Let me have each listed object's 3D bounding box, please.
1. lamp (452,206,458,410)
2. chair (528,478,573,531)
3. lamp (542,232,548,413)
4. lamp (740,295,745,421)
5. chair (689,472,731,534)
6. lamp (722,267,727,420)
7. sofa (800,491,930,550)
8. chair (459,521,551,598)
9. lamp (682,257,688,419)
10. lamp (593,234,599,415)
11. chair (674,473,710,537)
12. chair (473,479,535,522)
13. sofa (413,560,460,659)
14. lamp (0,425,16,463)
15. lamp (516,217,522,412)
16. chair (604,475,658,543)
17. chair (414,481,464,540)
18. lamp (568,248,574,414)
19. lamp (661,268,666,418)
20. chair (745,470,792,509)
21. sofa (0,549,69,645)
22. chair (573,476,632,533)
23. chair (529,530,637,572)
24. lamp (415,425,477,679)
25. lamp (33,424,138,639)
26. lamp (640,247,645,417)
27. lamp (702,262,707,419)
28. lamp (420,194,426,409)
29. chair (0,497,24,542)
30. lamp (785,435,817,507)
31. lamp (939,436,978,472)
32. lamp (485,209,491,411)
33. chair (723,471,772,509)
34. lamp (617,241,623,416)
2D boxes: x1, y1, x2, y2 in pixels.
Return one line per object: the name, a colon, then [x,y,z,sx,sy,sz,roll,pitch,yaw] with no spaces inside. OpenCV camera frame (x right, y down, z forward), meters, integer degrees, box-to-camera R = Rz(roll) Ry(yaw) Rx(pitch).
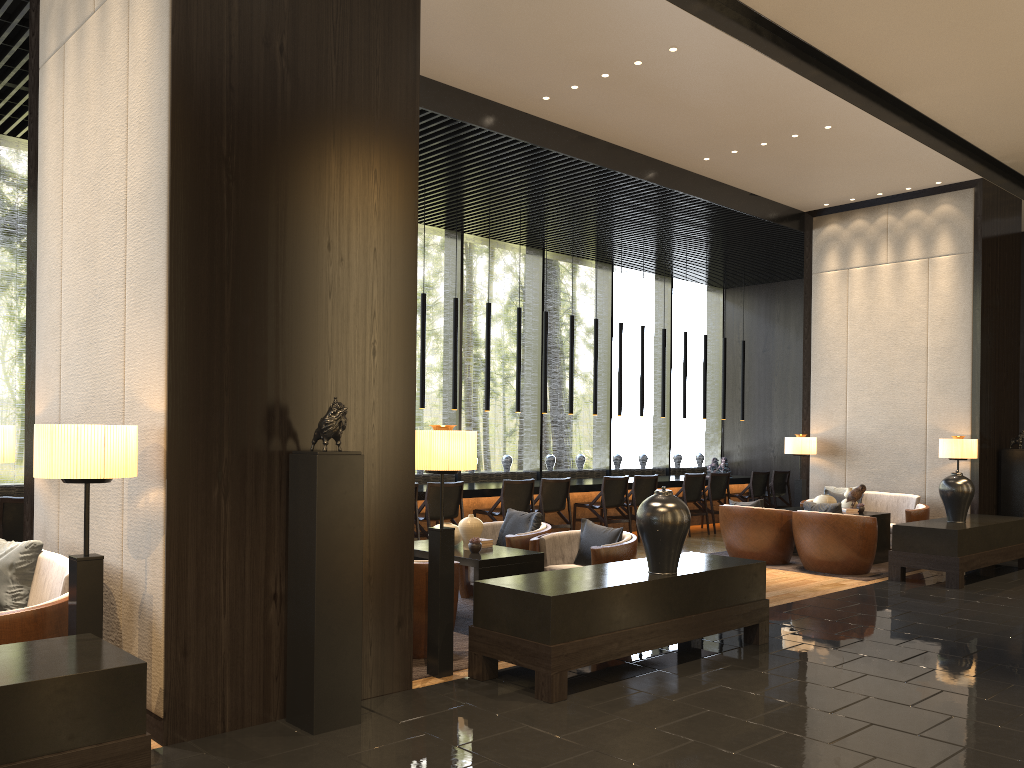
lamp: [-0.636,-0.915,10.013,0.060,2.420,0.060,1,0,-38]
chair: [0.361,1.479,10.121,0.526,0.827,0.563,2,-1,-43]
lamp: [0.421,-0.845,10.994,0.060,2.420,0.060,1,0,42]
lamp: [3.656,-0.631,13.998,0.060,2.420,0.060,1,0,42]
chair: [2.727,1.636,12.318,0.526,0.827,0.563,2,-1,-43]
lamp: [3.277,-0.656,13.646,0.060,2.420,0.060,1,0,42]
sofa: [4.047,1.590,10.148,0.603,0.693,1.449,2,-3,-43]
chair: [-0.021,1.404,7.026,0.606,0.604,0.804,2,-3,-43]
lamp: [2.539,-0.705,12.961,0.060,2.420,0.060,1,0,42]
lamp: [1.106,-0.800,11.630,0.060,2.420,0.060,1,0,42]
chair: [2.306,1.608,11.927,0.526,0.827,0.563,2,-1,-43]
chair: [-0.060,1.451,9.730,0.526,0.827,0.563,2,-1,-43]
sofa: [-0.964,1.260,5.520,0.603,0.693,1.449,2,-3,-43]
lamp: [-2.975,0.871,4.909,0.375,1.351,0.375,1,0,37]
lamp: [0.088,-0.867,10.685,0.060,2.420,0.060,1,0,-38]
chair: [1.544,1.557,11.220,0.526,0.827,0.563,2,-1,-43]
chair: [-0.803,1.402,9.041,0.526,0.827,0.563,2,-1,-43]
lamp: [0.767,-0.823,11.315,0.060,2.420,0.060,1,0,42]
lamp: [2.167,-0.730,12.615,0.060,2.420,0.060,1,0,42]
chair: [3.910,1.714,13.417,0.526,0.827,0.563,2,-1,-43]
sofa: [-2.420,1.162,4.144,0.603,0.693,1.449,2,-3,-43]
chair: [1.123,1.529,10.829,0.526,0.827,0.563,2,-1,-43]
chair: [0.561,1.375,6.399,0.606,0.604,0.804,2,-3,-43]
lamp: [-0.383,0.896,4.774,0.375,1.348,0.375,1,0,8]
lamp: [-1.708,0.823,3.544,0.375,1.319,0.375,1,0,1]
lamp: [1.815,-0.753,12.289,0.060,2.420,0.060,1,0,42]
lamp: [2.905,-0.681,13.301,0.060,2.420,0.060,1,0,42]
lamp: [-0.969,-0.937,9.704,0.060,2.420,0.060,1,0,42]
chair: [-3.552,1.220,6.488,0.526,0.827,0.563,2,-1,-43]
lamp: [3.577,1.305,10.993,0.375,1.351,0.375,1,0,-13]
lamp: [4.845,1.241,9.628,0.375,1.351,0.375,1,0,5]
lamp: [-0.274,-0.891,10.349,0.060,2.420,0.060,1,0,42]
chair: [3.489,1.686,13.025,0.526,0.827,0.563,2,-1,-43]
lamp: [1.471,-0.776,11.969,0.060,2.420,0.060,1,0,42]
